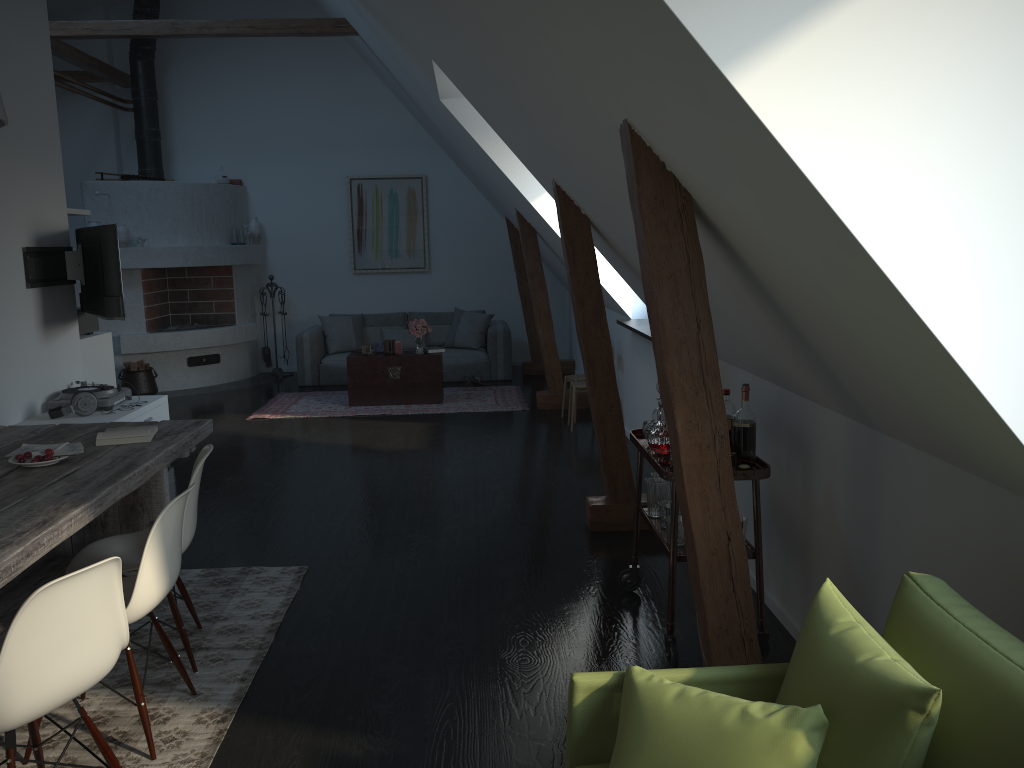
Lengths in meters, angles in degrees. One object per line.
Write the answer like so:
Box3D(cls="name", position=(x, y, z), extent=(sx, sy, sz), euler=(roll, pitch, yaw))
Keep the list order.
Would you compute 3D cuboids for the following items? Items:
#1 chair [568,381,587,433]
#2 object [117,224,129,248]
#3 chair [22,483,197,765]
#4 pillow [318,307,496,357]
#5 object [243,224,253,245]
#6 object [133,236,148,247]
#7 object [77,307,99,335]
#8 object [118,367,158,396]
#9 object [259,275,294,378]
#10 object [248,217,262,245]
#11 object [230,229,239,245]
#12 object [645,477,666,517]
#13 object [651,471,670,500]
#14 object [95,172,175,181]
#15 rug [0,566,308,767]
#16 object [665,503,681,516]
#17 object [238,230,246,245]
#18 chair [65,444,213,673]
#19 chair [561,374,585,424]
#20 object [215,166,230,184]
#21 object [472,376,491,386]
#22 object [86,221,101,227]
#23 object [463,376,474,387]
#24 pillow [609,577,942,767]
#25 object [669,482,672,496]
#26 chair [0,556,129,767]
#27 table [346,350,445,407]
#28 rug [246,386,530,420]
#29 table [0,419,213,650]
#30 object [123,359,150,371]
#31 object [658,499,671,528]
Box3D(cls="chair", position=(0.640, 0.029, 7.358), extent=(0.342, 0.696, 0.329), euler=(-1, 9, -1))
Box3D(cls="object", position=(-4.183, -1.571, 9.505), extent=(0.158, 0.274, 0.158), euler=(5, 11, 36))
Box3D(cls="chair", position=(-1.270, 0.730, 2.847), extent=(0.542, 0.801, 0.465), euler=(-2, 9, -2))
Box3D(cls="pillow", position=(-1.224, -0.623, 10.418), extent=(2.075, 0.515, 0.444), euler=(-2, 9, -3))
Box3D(cls="object", position=(-3.178, -1.803, 10.675), extent=(0.081, 0.258, 0.150), euler=(4, 10, 31))
Box3D(cls="object", position=(-4.012, -1.541, 9.584), extent=(0.161, 0.114, 0.064), euler=(-1, 9, 0))
Box3D(cls="object", position=(-3.420, -0.456, 6.659), extent=(0.435, 0.211, 0.496), euler=(-2, 9, -3))
Box3D(cls="object", position=(-4.026, -0.010, 9.562), extent=(0.384, 0.313, 0.384), euler=(3, 10, 23))
Box3D(cls="object", position=(-2.907, -0.711, 10.852), extent=(0.376, 1.245, 0.376), euler=(-5, 10, -22))
Box3D(cls="object", position=(-3.146, -1.854, 10.851), extent=(0.165, 0.368, 0.165), euler=(-7, 10, -30))
Box3D(cls="object", position=(-3.251, -1.717, 10.381), extent=(0.092, 0.180, 0.092), euler=(3, 10, 25))
Box3D(cls="object", position=(0.599, 0.474, 3.701), extent=(0.087, 0.155, 0.087), euler=(-6, 10, -30))
Box3D(cls="object", position=(0.638, 0.458, 3.791), extent=(0.087, 0.155, 0.087), euler=(-6, 10, -30))
Box3D(cls="object", position=(-4.125, -2.267, 9.722), extent=(0.783, 0.094, 0.311), euler=(-4, 9, -17))
Box3D(cls="rug", position=(-1.871, 1.121, 2.973), extent=(1.898, 0.022, 2.677), euler=(-2, 9, -3))
Box3D(cls="object", position=(0.642, 0.530, 3.451), extent=(0.095, 0.119, 0.095), euler=(-9, 12, -40))
Box3D(cls="object", position=(-3.212, -1.742, 10.536), extent=(0.092, 0.180, 0.092), euler=(2, 10, 20))
Box3D(cls="chair", position=(-1.386, 0.653, 3.356), extent=(0.542, 0.801, 0.465), euler=(-4, 9, -16))
Box3D(cls="chair", position=(0.640, -0.034, 7.757), extent=(0.342, 0.696, 0.329), euler=(-4, 9, -19))
Box3D(cls="object", position=(-3.440, -2.477, 10.527), extent=(0.066, 0.221, 0.231), euler=(3, 10, 27))
Box3D(cls="object", position=(-0.332, -0.040, 9.884), extent=(0.277, 0.090, 0.101), euler=(7, 12, 43))
Box3D(cls="object", position=(-4.441, -1.577, 9.457), extent=(0.203, 0.314, 0.203), euler=(-4, 9, -19))
Box3D(cls="object", position=(-0.488, -0.030, 9.844), extent=(0.101, 0.090, 0.277), euler=(-4, 9, -14))
Box3D(cls="pillow", position=(0.468, 0.660, 1.718), extent=(0.600, 0.387, 0.475), euler=(-2, 9, -5))
Box3D(cls="object", position=(0.702, 0.469, 3.718), extent=(0.087, 0.155, 0.087), euler=(-6, 10, -30))
Box3D(cls="chair", position=(-1.245, 0.820, 2.277), extent=(0.542, 0.801, 0.465), euler=(3, 10, 23))
Box3D(cls="table", position=(-1.156, -0.065, 8.867), extent=(0.962, 0.492, 0.471), euler=(-2, 9, -3))
Box3D(cls="rug", position=(-1.180, 0.170, 8.925), extent=(2.647, 0.029, 1.512), euler=(-2, 9, -2))
Box3D(cls="table", position=(-1.866, 0.743, 2.895), extent=(1.141, 0.788, 2.421), euler=(-2, 9, -3))
Box3D(cls="object", position=(-4.040, -0.089, 9.530), extent=(0.240, 0.370, 0.270), euler=(-2, 9, -3))
Box3D(cls="object", position=(0.631, 0.524, 3.558), extent=(0.092, 0.099, 0.092), euler=(-5, 10, -25))
